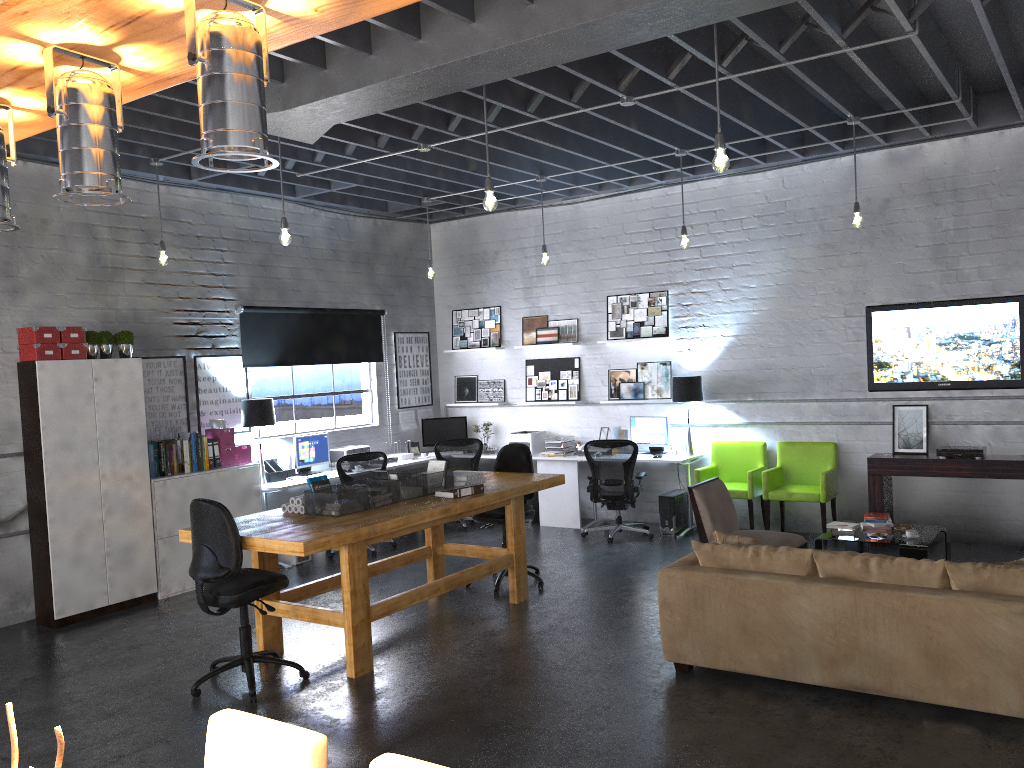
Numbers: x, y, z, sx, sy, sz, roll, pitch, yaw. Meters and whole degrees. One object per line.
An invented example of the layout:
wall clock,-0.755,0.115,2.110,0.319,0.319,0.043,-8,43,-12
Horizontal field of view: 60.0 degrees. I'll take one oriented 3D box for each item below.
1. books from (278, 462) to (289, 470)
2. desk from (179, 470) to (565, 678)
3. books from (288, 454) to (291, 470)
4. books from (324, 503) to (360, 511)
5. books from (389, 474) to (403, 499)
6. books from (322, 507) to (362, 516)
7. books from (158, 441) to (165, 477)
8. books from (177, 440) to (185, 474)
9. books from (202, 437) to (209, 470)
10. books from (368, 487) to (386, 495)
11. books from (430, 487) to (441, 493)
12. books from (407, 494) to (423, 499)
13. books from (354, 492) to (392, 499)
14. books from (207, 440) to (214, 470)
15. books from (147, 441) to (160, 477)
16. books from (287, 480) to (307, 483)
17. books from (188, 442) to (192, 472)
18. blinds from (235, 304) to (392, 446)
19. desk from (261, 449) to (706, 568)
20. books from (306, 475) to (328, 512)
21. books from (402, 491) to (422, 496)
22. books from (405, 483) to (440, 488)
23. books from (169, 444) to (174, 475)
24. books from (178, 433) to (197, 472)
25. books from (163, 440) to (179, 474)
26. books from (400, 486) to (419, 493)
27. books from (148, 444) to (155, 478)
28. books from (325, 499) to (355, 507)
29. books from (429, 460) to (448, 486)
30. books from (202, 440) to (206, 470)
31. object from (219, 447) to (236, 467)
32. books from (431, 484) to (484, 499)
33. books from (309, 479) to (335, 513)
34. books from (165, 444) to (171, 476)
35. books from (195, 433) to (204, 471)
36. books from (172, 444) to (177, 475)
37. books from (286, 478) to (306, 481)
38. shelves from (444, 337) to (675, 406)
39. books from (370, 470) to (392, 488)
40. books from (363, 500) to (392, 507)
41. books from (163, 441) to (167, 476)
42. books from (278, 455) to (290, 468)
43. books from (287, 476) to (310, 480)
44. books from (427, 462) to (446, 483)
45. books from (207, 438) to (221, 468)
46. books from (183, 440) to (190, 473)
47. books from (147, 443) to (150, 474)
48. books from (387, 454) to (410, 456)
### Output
books,-2.316,0.874,8.994,0.134,0.176,0.020,-1,3,34
desk,-0.797,1.281,6.385,1.115,0.927,2.829,-2,2,34
books,-2.316,0.839,9.041,0.177,0.246,0.026,-1,3,34
books,-1.111,0.806,5.836,0.141,0.021,0.203,-2,2,35
books,-0.850,0.728,6.278,0.143,0.188,0.061,-1,3,34
books,-1.113,0.831,5.839,0.155,0.029,0.225,-2,2,34
books,-3.088,0.649,7.693,0.182,0.302,0.034,-1,3,34
books,-2.982,0.644,7.859,0.170,0.293,0.057,-1,3,34
books,-2.829,0.628,8.072,0.159,0.299,0.026,-1,3,34
books,-0.993,0.743,6.123,0.232,0.027,0.184,-3,2,6
books,-0.657,0.781,6.591,0.249,0.031,0.184,-2,2,36
books,-0.795,0.803,6.410,0.248,0.021,0.176,-2,2,35
books,-0.982,0.767,6.122,0.250,0.022,0.205,-2,2,39
books,-2.826,0.644,8.133,0.219,0.267,0.060,-1,3,39
books,-3.133,0.649,7.666,0.180,0.310,0.060,-1,3,34
books,-2.131,0.956,8.810,0.158,0.012,0.213,-4,2,-31
books,-2.934,0.653,7.933,0.161,0.266,0.027,-1,3,34
blinds,-2.067,-0.024,9.645,0.100,1.633,2.117,-1,2,34
desk,-0.318,1.258,9.089,3.575,0.786,3.296,-2,2,34
books,-1.271,0.734,5.925,0.108,0.234,0.166,-1,3,34
books,-0.797,0.783,6.408,0.248,0.021,0.176,-2,2,34
books,-0.668,0.755,6.589,0.233,0.022,0.184,-2,2,32
books,-3.030,0.662,7.779,0.161,0.266,0.026,-1,3,34
books,-2.913,0.611,7.965,0.176,0.346,0.052,-1,3,34
books,-3.006,0.643,7.825,0.159,0.299,0.026,-1,3,34
books,-0.797,0.763,6.408,0.248,0.021,0.176,-2,2,34
books,-3.143,0.662,7.610,0.174,0.286,0.044,-1,3,34
books,-1.118,0.785,5.834,0.127,0.022,0.181,-2,2,29
books,-0.564,0.688,6.733,0.171,0.211,0.046,-1,3,34
books,-2.846,0.646,8.053,0.161,0.266,0.026,-1,3,34
object,-2.718,0.680,8.291,0.214,0.177,0.161,-2,2,34
books,-0.393,0.764,6.380,0.244,0.067,0.298,-1,2,44
books,-1.251,0.746,5.895,0.097,0.209,0.157,-1,3,34
books,-3.056,0.659,7.757,0.167,0.275,0.037,-1,3,34
books,-2.883,0.612,8.018,0.197,0.339,0.065,-1,3,34
books,-3.013,0.661,7.800,0.161,0.266,0.027,-1,3,34
books,-2.133,0.944,8.813,0.158,0.012,0.209,-4,2,-33
shelves,0.469,-0.117,10.324,3.024,0.694,0.199,-2,3,34
books,-0.924,0.717,6.291,0.158,0.214,0.063,-1,3,34
books,-0.982,0.816,6.123,0.250,0.031,0.185,-2,2,31
books,-3.088,0.648,7.734,0.182,0.302,0.034,-1,3,34
books,-2.327,0.842,9.027,0.172,0.243,0.026,-1,3,34
books,-2.127,0.933,8.814,0.170,0.010,0.212,-4,2,-30
books,-0.583,0.697,6.709,0.158,0.200,0.082,-1,3,34
books,-2.792,0.639,8.183,0.220,0.271,0.082,-1,3,34
books,-2.950,0.645,7.900,0.174,0.286,0.044,-1,3,34
books,-3.171,0.656,7.580,0.182,0.302,0.034,-1,3,34
books,-1.342,0.829,10.423,0.297,0.006,0.210,-2,2,34
